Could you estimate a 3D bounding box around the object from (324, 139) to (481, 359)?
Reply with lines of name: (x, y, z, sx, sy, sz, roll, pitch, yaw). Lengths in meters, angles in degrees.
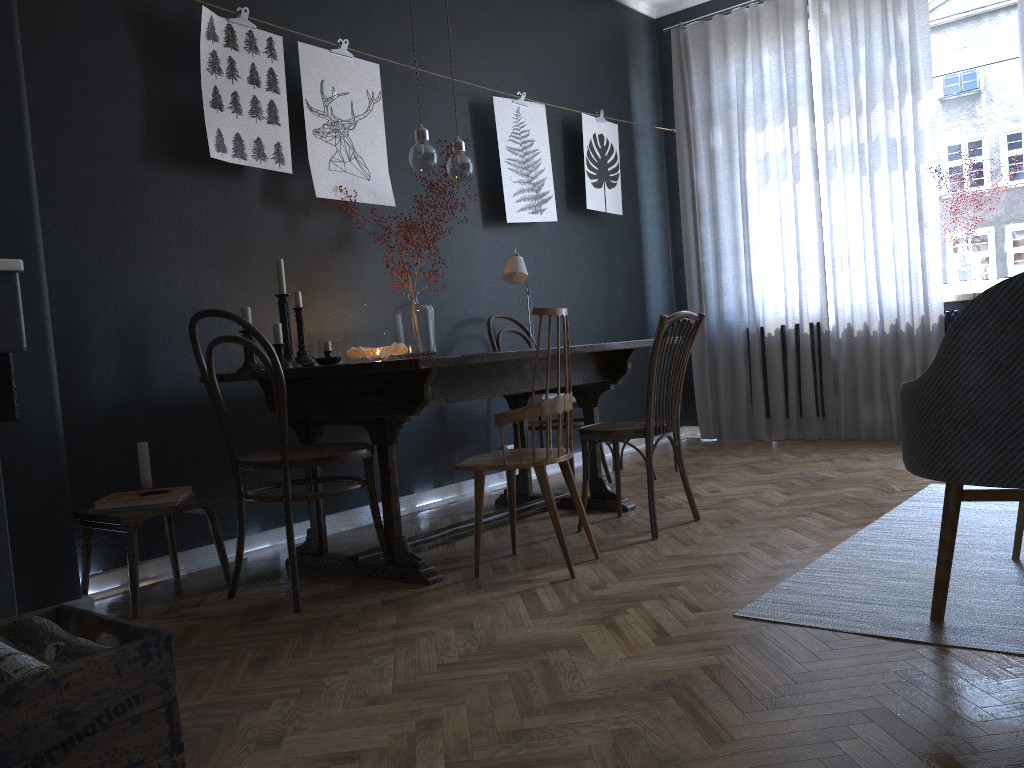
object: (-0.457, -0.581, 3.932, 0.639, 0.931, 0.556, -4, 3, 9)

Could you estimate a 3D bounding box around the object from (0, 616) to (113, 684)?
object: (-0.857, 0.509, 1.323, 0.370, 0.247, 0.532, -3, 3, 39)

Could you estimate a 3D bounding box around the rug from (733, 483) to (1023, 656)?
rug: (1.577, 0.498, 2.739, 1.004, 0.013, 2.009, -3, 3, 39)

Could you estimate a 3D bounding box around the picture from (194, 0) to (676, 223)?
picture: (-0.208, -1.220, 4.472, 0.058, 0.771, 4.452, -2, 3, 39)

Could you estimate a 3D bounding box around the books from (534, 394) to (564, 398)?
books: (0.194, 0.053, 4.492, 0.288, 0.008, 0.218, -6, 3, -38)

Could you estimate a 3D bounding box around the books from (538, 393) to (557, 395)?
books: (0.199, 0.042, 4.493, 0.288, 0.008, 0.218, -7, 3, -40)

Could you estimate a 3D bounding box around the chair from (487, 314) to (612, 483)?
chair: (0.185, 0.077, 4.532, 0.549, 0.921, 0.437, -2, 4, 36)

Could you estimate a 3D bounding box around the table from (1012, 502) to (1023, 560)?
table: (1.773, 0.209, 2.721, 0.339, 0.550, 0.787, -2, 3, 39)

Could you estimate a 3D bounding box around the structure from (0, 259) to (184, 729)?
structure: (-1.393, 0.291, 1.829, 1.066, 0.982, 0.833, -2, 4, 39)

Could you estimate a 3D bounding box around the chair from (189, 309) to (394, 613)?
chair: (-0.709, 0.216, 2.862, 0.438, 0.921, 0.548, -2, 4, 41)

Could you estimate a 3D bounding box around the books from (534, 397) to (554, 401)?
books: (0.198, 0.064, 4.487, 0.304, 0.013, 0.219, -6, 3, -39)

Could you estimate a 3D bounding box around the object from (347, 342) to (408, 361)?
object: (-0.557, -0.131, 3.675, 0.254, 0.072, 0.252, -7, 3, -45)

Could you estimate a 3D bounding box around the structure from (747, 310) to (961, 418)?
structure: (2.308, -0.113, 5.389, 1.847, 0.601, 0.215, -3, 4, 39)

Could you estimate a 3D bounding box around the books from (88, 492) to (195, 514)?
books: (-1.220, 0.393, 2.937, 0.272, 0.013, 0.219, -5, 2, -5)

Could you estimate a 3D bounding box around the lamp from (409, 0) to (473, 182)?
lamp: (0.017, -1.608, 2.907, 0.582, 1.575, 1.590, -6, 3, -20)

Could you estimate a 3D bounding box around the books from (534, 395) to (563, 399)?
books: (0.195, 0.058, 4.492, 0.288, 0.008, 0.218, -6, 3, -38)

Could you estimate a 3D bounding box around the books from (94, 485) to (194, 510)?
books: (-1.208, 0.374, 2.924, 0.262, 0.025, 0.207, -5, 2, -8)

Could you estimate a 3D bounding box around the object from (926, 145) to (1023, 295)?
object: (2.606, -0.928, 5.087, 0.514, 0.810, 0.598, -4, 3, 13)

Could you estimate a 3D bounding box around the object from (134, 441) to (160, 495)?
object: (-1.212, 0.274, 2.929, 0.074, 0.173, 0.074, -5, 3, -6)

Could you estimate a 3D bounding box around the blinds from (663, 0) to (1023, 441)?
blinds: (2.732, -1.086, 4.853, 3.994, 2.791, 0.312, -3, 4, 39)

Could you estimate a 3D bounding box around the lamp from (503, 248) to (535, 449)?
lamp: (0.070, -0.109, 4.416, 0.242, 1.070, 0.799, -5, 3, -7)

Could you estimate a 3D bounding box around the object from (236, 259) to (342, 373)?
object: (-0.842, -0.266, 3.291, 0.223, 0.420, 0.368, -2, 4, 40)

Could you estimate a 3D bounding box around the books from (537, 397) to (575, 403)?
books: (0.199, 0.079, 4.489, 0.304, 0.007, 0.218, -6, 3, -39)

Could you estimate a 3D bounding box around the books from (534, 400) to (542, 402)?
books: (0.199, 0.071, 4.489, 0.304, 0.008, 0.218, -6, 3, -39)

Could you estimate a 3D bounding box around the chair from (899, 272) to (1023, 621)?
chair: (1.226, 0.149, 1.955, 0.645, 0.812, 0.494, -4, 3, 17)

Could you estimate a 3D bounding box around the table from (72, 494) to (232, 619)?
table: (-1.194, 0.556, 2.957, 0.364, 0.318, 0.369, -2, 3, 39)

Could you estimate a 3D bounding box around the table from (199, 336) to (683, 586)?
table: (-0.177, 0.244, 3.521, 1.126, 0.728, 1.602, -3, 3, 39)

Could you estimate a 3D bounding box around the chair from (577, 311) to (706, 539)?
chair: (0.490, 0.148, 3.413, 0.467, 0.820, 0.362, -2, 4, 38)

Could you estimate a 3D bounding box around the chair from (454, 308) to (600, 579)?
chair: (0.039, 0.189, 2.938, 0.384, 0.857, 0.455, -3, 3, 24)

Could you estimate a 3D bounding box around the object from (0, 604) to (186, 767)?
object: (-0.847, 0.585, 1.325, 0.383, 0.326, 0.552, -2, 3, 39)

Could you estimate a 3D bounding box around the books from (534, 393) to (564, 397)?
books: (0.199, 0.046, 4.498, 0.304, 0.006, 0.218, -6, 3, -39)
